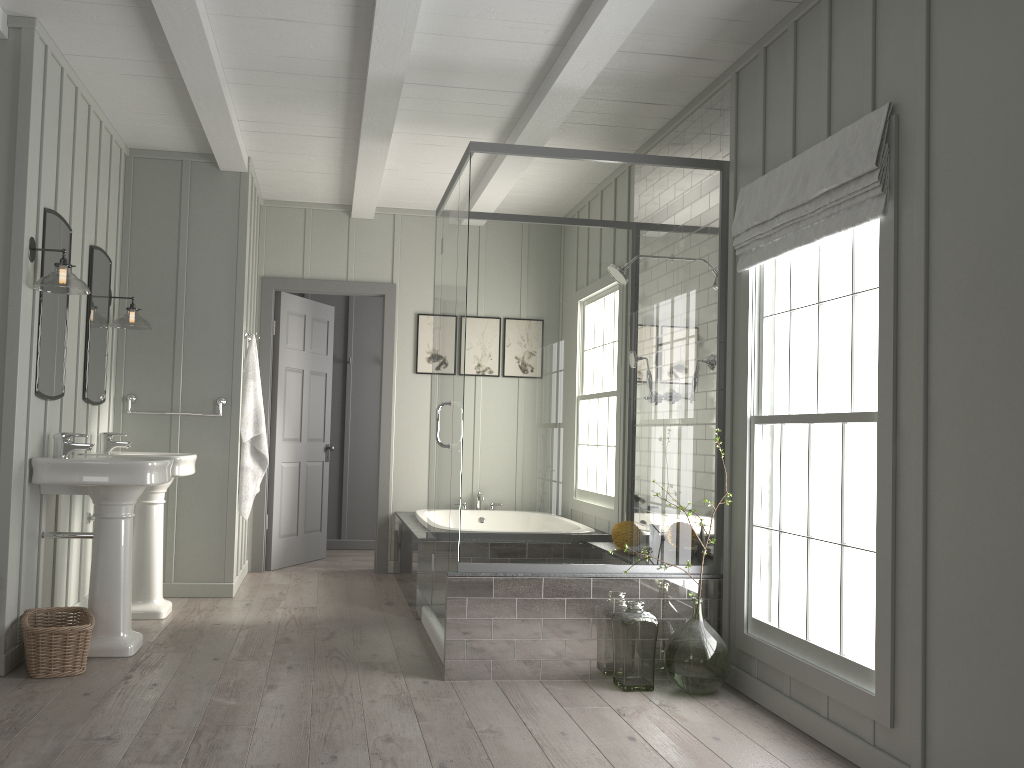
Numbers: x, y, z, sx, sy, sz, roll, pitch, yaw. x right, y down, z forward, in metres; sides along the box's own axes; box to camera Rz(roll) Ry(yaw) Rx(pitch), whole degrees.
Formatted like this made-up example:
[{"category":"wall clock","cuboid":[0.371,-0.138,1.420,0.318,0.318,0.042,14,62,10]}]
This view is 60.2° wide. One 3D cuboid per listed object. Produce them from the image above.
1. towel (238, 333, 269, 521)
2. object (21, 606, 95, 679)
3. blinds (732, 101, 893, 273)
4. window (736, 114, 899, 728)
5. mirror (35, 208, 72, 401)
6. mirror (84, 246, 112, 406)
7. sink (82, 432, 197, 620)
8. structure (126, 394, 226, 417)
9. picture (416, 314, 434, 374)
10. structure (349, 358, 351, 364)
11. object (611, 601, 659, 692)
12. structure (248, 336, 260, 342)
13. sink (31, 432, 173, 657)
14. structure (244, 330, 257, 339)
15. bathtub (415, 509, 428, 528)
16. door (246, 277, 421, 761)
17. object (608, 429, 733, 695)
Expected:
[{"category":"towel","cuboid":[-1.666,0.276,5.752,0.160,1.203,0.321,2,-2,-6]},{"category":"object","cuboid":[-1.974,1.117,3.833,0.283,0.220,0.478,3,-4,-29]},{"category":"blinds","cuboid":[1.090,-0.703,3.362,0.071,0.380,1.042,2,-3,-12]},{"category":"window","cuboid":[1.142,0.134,3.332,0.089,1.948,1.067,2,-3,-12]},{"category":"mirror","cuboid":[-2.149,-0.363,4.149,0.015,0.883,0.429,2,-3,-12]},{"category":"mirror","cuboid":[-2.319,-0.320,4.957,0.015,0.883,0.429,2,-3,-12]},{"category":"sink","cuboid":[-2.086,0.783,4.956,0.561,1.013,0.575,2,-3,-10]},{"category":"structure","cuboid":[-2.089,0.134,5.490,0.596,0.123,0.055,2,-3,-8]},{"category":"picture","cuboid":[-0.575,-0.302,6.779,0.310,0.461,0.012,2,-2,-8]},{"category":"structure","cuboid":[-1.467,-0.208,7.988,0.019,0.051,0.137,2,-3,-12]},{"category":"object","cuboid":[0.523,1.116,3.785,0.161,0.361,0.165,2,-3,-12]},{"category":"structure","cuboid":[-1.758,-0.309,6.012,0.079,0.056,0.057,2,-3,-9]},{"category":"sink","cuboid":[-1.917,0.740,4.153,0.561,1.013,0.575,2,-3,-10]},{"category":"structure","cuboid":[-1.706,-0.323,5.762,0.079,0.056,0.057,2,-3,-9]},{"category":"bathtub","cuboid":[-0.104,1.020,5.985,1.038,0.490,1.578,2,-3,-11]},{"category":"door","cuboid":[-1.081,0.137,3.519,4.216,2.194,7.867,2,-3,-11]},{"category":"object","cuboid":[0.676,0.739,3.745,0.510,1.116,0.279,2,-3,-10]}]
